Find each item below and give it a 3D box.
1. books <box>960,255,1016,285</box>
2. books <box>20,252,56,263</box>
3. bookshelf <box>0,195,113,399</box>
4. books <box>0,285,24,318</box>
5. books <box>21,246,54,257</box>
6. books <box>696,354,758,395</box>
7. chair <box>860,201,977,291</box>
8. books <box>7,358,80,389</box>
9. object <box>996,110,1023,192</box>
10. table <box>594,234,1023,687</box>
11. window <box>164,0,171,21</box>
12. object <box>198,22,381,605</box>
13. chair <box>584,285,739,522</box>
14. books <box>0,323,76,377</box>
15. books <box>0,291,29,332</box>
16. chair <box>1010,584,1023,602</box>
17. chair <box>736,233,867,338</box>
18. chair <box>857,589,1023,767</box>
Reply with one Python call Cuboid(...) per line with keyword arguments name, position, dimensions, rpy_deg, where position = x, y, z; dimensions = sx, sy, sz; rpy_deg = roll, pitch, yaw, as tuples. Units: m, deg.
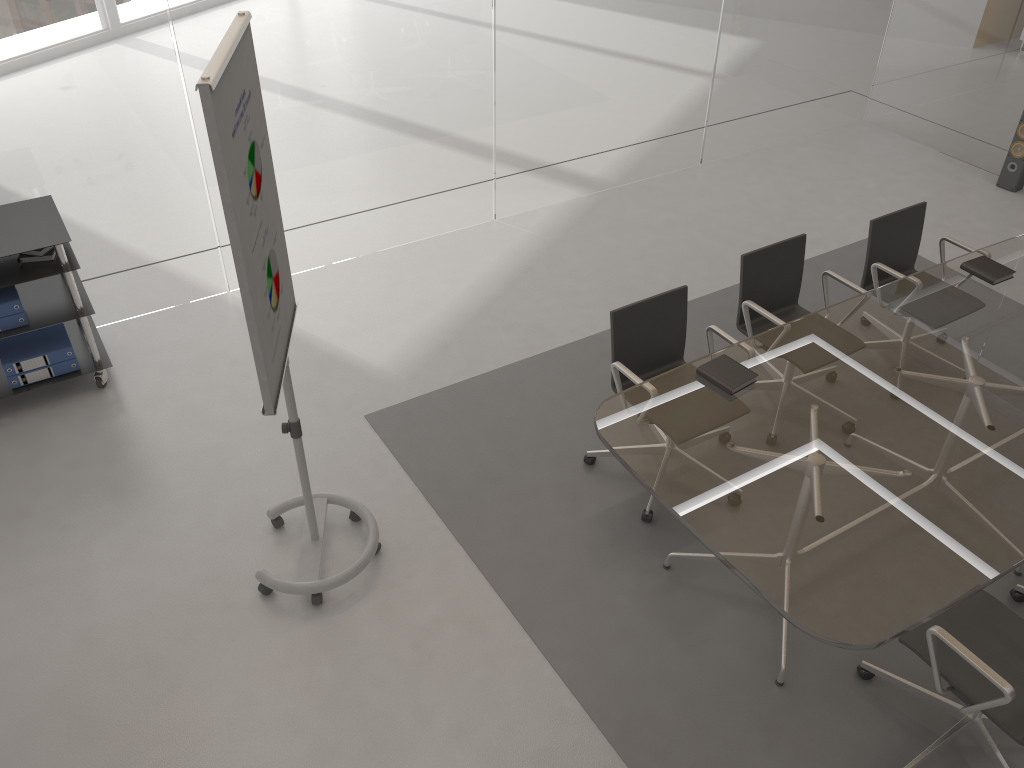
Cuboid(name="books", position=(2.252, -0.539, 4.199), dimensions=(0.164, 0.032, 0.183), rpy_deg=(-19, 41, -24))
Cuboid(name="books", position=(-2.290, -0.648, 4.300), dimensions=(0.146, 0.028, 0.170), rpy_deg=(-7, 38, -10))
Cuboid(name="bookshelf", position=(-2.611, -0.318, 4.353), dimensions=(0.985, 0.855, 0.567), rpy_deg=(-20, 42, -25))
Cuboid(name="books", position=(-2.526, -0.386, 4.221), dimensions=(0.320, 0.077, 0.263), rpy_deg=(-20, 42, -25))
Cuboid(name="books", position=(-2.293, -0.680, 4.289), dimensions=(0.164, 0.032, 0.183), rpy_deg=(8, 38, 9))
Cuboid(name="books", position=(0.854, -0.038, 3.521), dimensions=(0.164, 0.032, 0.183), rpy_deg=(-25, 44, -29))
Cuboid(name="chair", position=(2.143, -0.421, 4.601), dimensions=(0.710, 0.805, 0.731), rpy_deg=(28, 45, 31))
Cuboid(name="books", position=(-2.398, -0.116, 4.509), dimensions=(0.320, 0.077, 0.263), rpy_deg=(-20, 42, -25))
Cuboid(name="object", position=(3.739, -1.758, 6.460), dimensions=(0.124, 0.706, 0.152), rpy_deg=(-24, 44, -29))
Cuboid(name="table", position=(1.863, 0.261, 3.766), dimensions=(3.054, 0.721, 1.372), rpy_deg=(-20, 42, -25))
Cuboid(name="window", position=(-3.533, -6.249, 9.109), dimensions=(0.100, 4.498, 8.533), rpy_deg=(19, 41, 22))
Cuboid(name="object", position=(-0.818, -0.112, 3.094), dimensions=(0.553, 2.088, 0.560), rpy_deg=(31, 46, 33))
Cuboid(name="chair", position=(0.756, 0.094, 3.904), dimensions=(0.710, 0.805, 0.731), rpy_deg=(28, 45, 31))
Cuboid(name="books", position=(-2.398, -0.175, 4.466), dimensions=(0.320, 0.077, 0.263), rpy_deg=(-20, 42, -25))
Cuboid(name="books", position=(-2.526, -0.327, 4.264), dimensions=(0.320, 0.077, 0.263), rpy_deg=(-20, 42, -25))
Cuboid(name="chair", position=(2.277, 0.680, 3.160), dimensions=(0.710, 0.805, 0.731), rpy_deg=(29, 45, 32))
Cuboid(name="chair", position=(1.416, -0.203, 4.305), dimensions=(0.710, 0.805, 0.731), rpy_deg=(28, 45, 31))
Cuboid(name="chair", position=(1.546, 0.894, 2.868), dimensions=(0.710, 0.805, 0.731), rpy_deg=(29, 45, 32))
